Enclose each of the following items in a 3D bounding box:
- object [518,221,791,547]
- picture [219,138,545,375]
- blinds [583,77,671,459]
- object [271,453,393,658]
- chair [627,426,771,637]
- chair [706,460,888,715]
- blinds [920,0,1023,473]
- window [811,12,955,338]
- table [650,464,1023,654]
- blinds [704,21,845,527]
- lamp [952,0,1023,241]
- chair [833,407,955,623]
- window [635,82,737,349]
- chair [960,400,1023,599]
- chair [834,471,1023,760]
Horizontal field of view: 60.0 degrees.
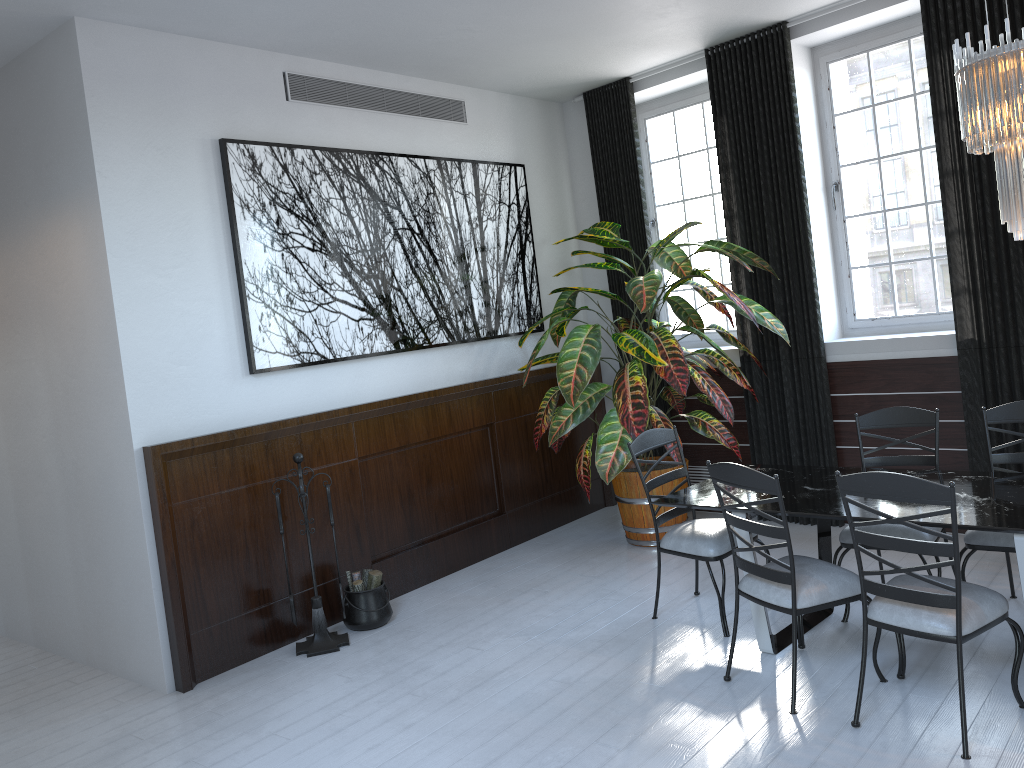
[{"bbox_3d":[0.878,-0.042,5.897,1.743,2.239,1.808,-8,3,-17],"label":"object"},{"bbox_3d":[-0.666,-0.860,5.775,0.037,1.277,2.600,-5,4,40],"label":"picture"},{"bbox_3d":[0.937,-0.649,6.860,0.103,3.309,0.454,-9,3,-44],"label":"blinds"},{"bbox_3d":[-0.990,0.867,4.873,0.321,1.049,0.638,-5,3,36],"label":"object"},{"bbox_3d":[0.962,0.708,4.513,0.498,0.963,0.502,-9,3,-43],"label":"chair"},{"bbox_3d":[1.135,0.753,3.626,0.504,0.963,0.496,-8,3,-26],"label":"chair"},{"bbox_3d":[2.786,-0.729,4.904,0.111,3.308,0.738,-9,3,-44],"label":"blinds"},{"bbox_3d":[2.507,-1.317,5.694,0.133,1.988,1.032,-9,3,-44],"label":"window"},{"bbox_3d":[1.697,0.800,3.751,1.993,0.695,0.894,-3,5,45],"label":"table"},{"bbox_3d":[1.755,-0.683,5.984,0.099,3.308,0.622,-9,3,-43],"label":"blinds"},{"bbox_3d":[2.146,-1.360,2.964,0.442,1.623,1.270,-9,3,-44],"label":"lamp"},{"bbox_3d":[1.836,0.622,4.229,0.495,0.963,0.505,-5,3,42],"label":"chair"},{"bbox_3d":[1.445,-1.270,6.802,0.133,1.988,1.032,-9,3,-44],"label":"window"},{"bbox_3d":[2.307,0.585,3.956,0.505,0.963,0.495,-9,3,-41],"label":"chair"},{"bbox_3d":[1.487,0.742,3.200,0.505,0.963,0.495,-9,3,-42],"label":"chair"}]
